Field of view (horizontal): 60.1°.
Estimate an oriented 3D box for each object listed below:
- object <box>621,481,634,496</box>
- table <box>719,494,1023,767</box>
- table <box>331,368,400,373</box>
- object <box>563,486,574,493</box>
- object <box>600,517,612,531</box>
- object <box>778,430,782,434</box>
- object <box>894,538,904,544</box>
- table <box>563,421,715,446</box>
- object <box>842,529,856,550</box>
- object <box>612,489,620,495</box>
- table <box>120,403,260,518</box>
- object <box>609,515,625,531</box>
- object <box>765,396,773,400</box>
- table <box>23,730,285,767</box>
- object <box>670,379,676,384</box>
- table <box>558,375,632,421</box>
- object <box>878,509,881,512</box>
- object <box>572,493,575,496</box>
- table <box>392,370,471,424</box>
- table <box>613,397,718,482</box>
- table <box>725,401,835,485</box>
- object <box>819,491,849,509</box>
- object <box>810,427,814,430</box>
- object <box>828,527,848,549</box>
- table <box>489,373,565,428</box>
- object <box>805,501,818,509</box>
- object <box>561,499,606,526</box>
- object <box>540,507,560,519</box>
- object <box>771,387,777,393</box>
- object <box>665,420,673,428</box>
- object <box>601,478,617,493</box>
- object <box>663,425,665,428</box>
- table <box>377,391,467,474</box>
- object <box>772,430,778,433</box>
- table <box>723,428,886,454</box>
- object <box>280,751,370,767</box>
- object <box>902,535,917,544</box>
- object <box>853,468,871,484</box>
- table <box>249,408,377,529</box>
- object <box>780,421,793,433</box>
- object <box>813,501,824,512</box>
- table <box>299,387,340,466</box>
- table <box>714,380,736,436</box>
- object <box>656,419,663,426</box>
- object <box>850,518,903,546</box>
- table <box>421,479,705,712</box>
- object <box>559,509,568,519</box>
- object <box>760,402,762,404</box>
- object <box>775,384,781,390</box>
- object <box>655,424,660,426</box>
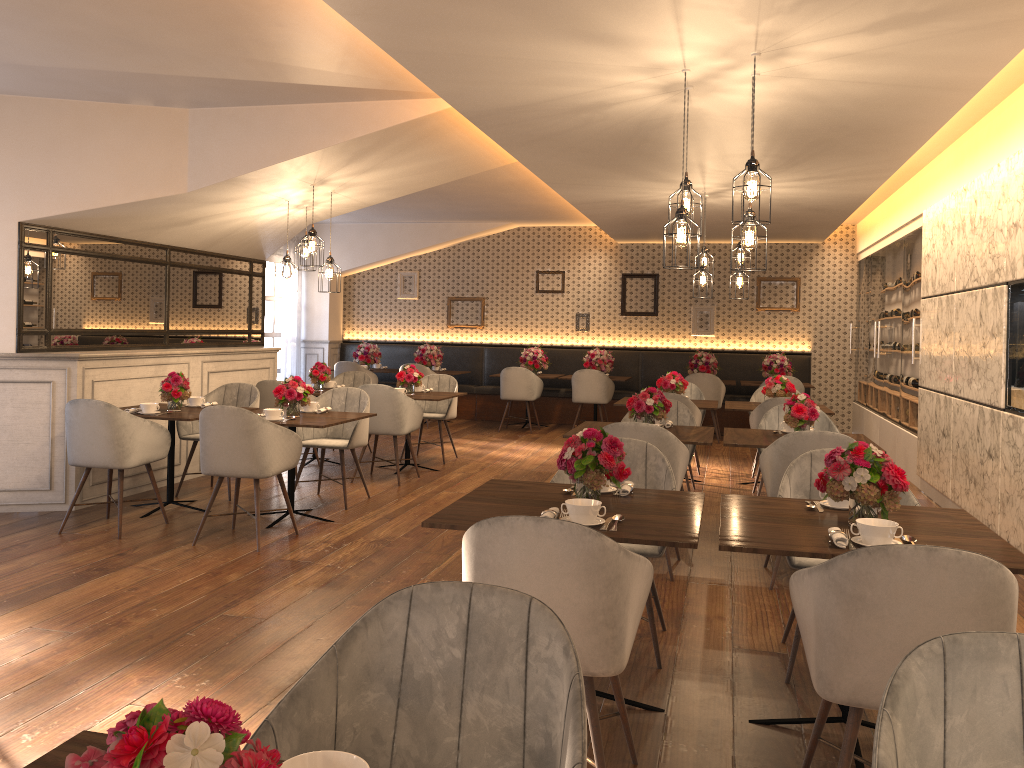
[{"bbox_3d":[0.458,0.417,3.535,0.056,0.039,0.176,2,3,14],"label":"object"},{"bbox_3d":[1.165,0.844,3.036,0.896,0.720,0.897,2,2,14],"label":"table"},{"bbox_3d":[-2.086,0.148,12.996,0.896,0.720,0.897,2,2,14],"label":"table"},{"bbox_3d":[0.232,0.422,3.570,0.043,0.015,0.197,2,4,10],"label":"object"},{"bbox_3d":[0.319,0.467,2.969,0.022,0.004,0.211,2,4,14],"label":"object"},{"bbox_3d":[1.768,0.319,5.837,0.022,0.004,0.211,2,4,14],"label":"object"},{"bbox_3d":[1.212,0.500,2.751,0.022,0.004,0.211,2,4,14],"label":"object"},{"bbox_3d":[0.845,0.666,5.767,0.896,0.720,0.897,2,2,14],"label":"table"},{"bbox_3d":[1.055,0.485,2.772,0.025,0.024,0.193,2,4,14],"label":"object"},{"bbox_3d":[0.422,0.423,3.534,0.025,0.024,0.193,2,4,14],"label":"object"},{"bbox_3d":[-2.475,0.551,6.427,0.896,0.720,0.897,2,2,14],"label":"table"},{"bbox_3d":[0.352,0.463,2.954,0.043,0.015,0.197,2,4,10],"label":"object"},{"bbox_3d":[2.438,0.148,8.253,0.148,0.072,0.148,1,3,-9],"label":"object"},{"bbox_3d":[-0.354,0.947,0.856,0.896,0.720,0.897,2,2,14],"label":"table"},{"bbox_3d":[1.469,-0.020,8.129,0.045,0.052,0.077,1,3,-24],"label":"object"},{"bbox_3d":[1.153,0.269,12.205,0.896,0.720,0.897,2,2,14],"label":"table"},{"bbox_3d":[1.350,0.450,3.317,0.056,0.039,0.176,2,3,14],"label":"object"},{"bbox_3d":[0.265,0.429,3.555,0.022,0.004,0.211,2,4,14],"label":"object"},{"bbox_3d":[-1.154,0.182,12.768,0.896,0.720,0.897,2,2,14],"label":"table"},{"bbox_3d":[1.433,0.528,8.175,0.896,0.720,0.897,2,2,14],"label":"table"},{"bbox_3d":[2.364,0.563,7.947,0.896,0.720,0.897,2,2,14],"label":"table"},{"bbox_3d":[1.240,0.429,3.344,0.148,0.072,0.148,-1,4,-34],"label":"object"},{"bbox_3d":[1.961,0.307,5.817,0.056,0.039,0.176,2,3,14],"label":"object"},{"bbox_3d":[1.019,0.477,2.771,0.056,0.039,0.176,2,3,14],"label":"object"},{"bbox_3d":[0.222,0.234,12.432,0.896,0.720,0.897,2,2,14],"label":"table"},{"bbox_3d":[1.125,0.455,3.352,0.043,0.015,0.197,2,4,10],"label":"object"},{"bbox_3d":[0.238,0.431,2.962,0.148,0.072,0.148,-1,4,-34],"label":"object"},{"bbox_3d":[0.127,0.444,2.989,0.056,0.039,0.176,2,3,14],"label":"object"},{"bbox_3d":[2.339,0.053,7.896,0.049,0.052,0.077,2,3,24],"label":"object"},{"bbox_3d":[1.068,0.274,6.035,0.056,0.039,0.176,2,3,14],"label":"object"},{"bbox_3d":[0.347,0.396,3.562,0.148,0.072,0.148,-1,4,-34],"label":"object"},{"bbox_3d":[1.032,0.280,6.034,0.025,0.024,0.193,2,4,14],"label":"object"},{"bbox_3d":[-0.992,0.456,8.457,0.896,0.720,0.897,2,2,14],"label":"table"},{"bbox_3d":[1.743,0.312,5.850,0.043,0.015,0.197,2,4,17],"label":"object"},{"bbox_3d":[1.777,0.701,5.540,0.896,0.720,0.897,2,2,14],"label":"table"},{"bbox_3d":[-0.245,0.535,1.134,0.148,0.072,0.148,-1,4,-34],"label":"object"},{"bbox_3d":[1.244,0.496,2.736,0.043,0.015,0.197,2,4,10],"label":"object"},{"bbox_3d":[1.161,0.304,2.970,0.048,0.052,0.076,1,3,-7],"label":"object"},{"bbox_3d":[-1.544,0.586,6.199,0.896,0.720,0.897,2,2,14],"label":"table"},{"bbox_3d":[1.850,0.286,5.844,0.148,0.072,0.148,1,3,-9],"label":"object"},{"bbox_3d":[1.157,0.462,3.337,0.022,0.004,0.211,2,4,14],"label":"object"},{"bbox_3d":[-1.924,0.421,8.685,0.896,0.720,0.897,2,2,14],"label":"table"},{"bbox_3d":[2.529,0.320,11.869,0.896,0.720,0.897,2,2,14],"label":"table"},{"bbox_3d":[0.958,0.252,6.062,0.148,0.072,0.148,1,3,-9],"label":"object"},{"bbox_3d":[1.130,0.464,2.744,0.148,0.072,0.148,-1,4,-34],"label":"object"},{"bbox_3d":[0.233,0.809,3.263,0.896,0.720,0.897,2,2,14],"label":"table"},{"bbox_3d":[0.163,0.451,2.990,0.025,0.024,0.193,2,4,14],"label":"object"},{"bbox_3d":[2.331,0.174,8.259,0.043,0.015,0.197,2,4,17],"label":"object"},{"bbox_3d":[2.360,0.024,7.879,0.048,0.052,0.076,1,3,-7],"label":"object"},{"bbox_3d":[0.849,0.288,5.462,0.148,0.072,0.148,1,3,-9],"label":"object"}]
